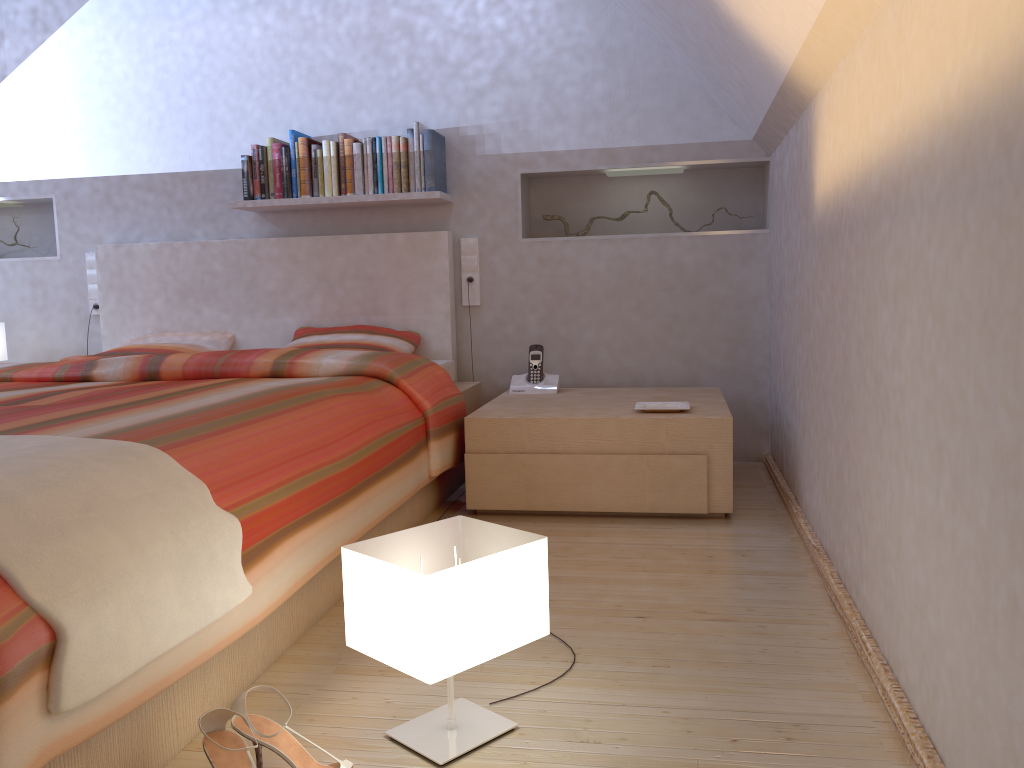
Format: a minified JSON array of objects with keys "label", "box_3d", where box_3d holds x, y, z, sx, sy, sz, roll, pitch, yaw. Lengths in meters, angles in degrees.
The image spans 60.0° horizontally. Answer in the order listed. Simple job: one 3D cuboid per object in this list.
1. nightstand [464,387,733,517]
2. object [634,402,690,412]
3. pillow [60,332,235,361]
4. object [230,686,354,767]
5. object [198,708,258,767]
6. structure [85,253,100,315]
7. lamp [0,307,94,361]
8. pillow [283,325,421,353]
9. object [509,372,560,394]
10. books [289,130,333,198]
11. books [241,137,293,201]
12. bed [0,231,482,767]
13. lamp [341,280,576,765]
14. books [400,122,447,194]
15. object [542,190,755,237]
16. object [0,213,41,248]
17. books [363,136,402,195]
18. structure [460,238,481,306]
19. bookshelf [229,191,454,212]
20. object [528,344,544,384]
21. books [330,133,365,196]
[{"label":"nightstand","box_3d":[0.343,0.226,3.255,0.859,0.329,0.847,0,6,11]},{"label":"object","box_3d":[0.502,0.078,2.962,0.179,0.015,0.177,0,6,11]},{"label":"pillow","box_3d":[-1.537,-0.122,3.794,0.572,0.180,0.492,0,6,11]},{"label":"object","box_3d":[-0.325,0.545,1.366,0.235,0.132,0.079,0,6,16]},{"label":"object","box_3d":[-0.375,0.556,1.276,0.235,0.132,0.079,4,8,42]},{"label":"structure","box_3d":[-1.935,-0.466,4.130,0.077,0.286,0.034,0,6,11]},{"label":"lamp","box_3d":[-2.265,-0.076,3.979,0.318,0.515,0.684,3,8,39]},{"label":"pillow","box_3d":[-0.702,-0.137,3.589,0.566,0.188,0.497,0,6,11]},{"label":"object","box_3d":[0.095,-0.008,3.591,0.192,0.087,0.153,0,6,11]},{"label":"books","box_3d":[-0.822,-0.925,3.766,0.178,0.281,0.200,0,6,11]},{"label":"books","box_3d":[-1.014,-0.912,3.795,0.209,0.260,0.215,0,6,11]},{"label":"bed","box_3d":[-1.328,0.017,2.519,2.087,0.994,3.009,0,6,11]},{"label":"lamp","box_3d":[-0.067,0.079,2.561,0.396,0.788,2.551,-1,6,1]},{"label":"books","box_3d":[-0.370,-0.929,3.682,0.145,0.281,0.200,0,6,11]},{"label":"object","box_3d":[0.574,-0.728,3.789,0.905,0.193,0.085,0,6,11]},{"label":"object","box_3d":[-2.598,-0.731,4.379,0.589,0.242,0.183,-1,6,9]},{"label":"books","box_3d":[-0.518,-0.903,3.713,0.159,0.231,0.200,0,6,11]},{"label":"structure","box_3d":[-0.177,-0.481,3.804,0.077,0.286,0.034,0,6,11]},{"label":"bookshelf","box_3d":[-0.720,-0.771,3.760,0.916,0.028,0.223,0,6,11]},{"label":"object","box_3d":[0.097,-0.075,3.603,0.060,0.169,0.079,0,6,10]},{"label":"books","box_3d":[-0.666,-0.915,3.734,0.140,0.260,0.209,0,6,11]}]
